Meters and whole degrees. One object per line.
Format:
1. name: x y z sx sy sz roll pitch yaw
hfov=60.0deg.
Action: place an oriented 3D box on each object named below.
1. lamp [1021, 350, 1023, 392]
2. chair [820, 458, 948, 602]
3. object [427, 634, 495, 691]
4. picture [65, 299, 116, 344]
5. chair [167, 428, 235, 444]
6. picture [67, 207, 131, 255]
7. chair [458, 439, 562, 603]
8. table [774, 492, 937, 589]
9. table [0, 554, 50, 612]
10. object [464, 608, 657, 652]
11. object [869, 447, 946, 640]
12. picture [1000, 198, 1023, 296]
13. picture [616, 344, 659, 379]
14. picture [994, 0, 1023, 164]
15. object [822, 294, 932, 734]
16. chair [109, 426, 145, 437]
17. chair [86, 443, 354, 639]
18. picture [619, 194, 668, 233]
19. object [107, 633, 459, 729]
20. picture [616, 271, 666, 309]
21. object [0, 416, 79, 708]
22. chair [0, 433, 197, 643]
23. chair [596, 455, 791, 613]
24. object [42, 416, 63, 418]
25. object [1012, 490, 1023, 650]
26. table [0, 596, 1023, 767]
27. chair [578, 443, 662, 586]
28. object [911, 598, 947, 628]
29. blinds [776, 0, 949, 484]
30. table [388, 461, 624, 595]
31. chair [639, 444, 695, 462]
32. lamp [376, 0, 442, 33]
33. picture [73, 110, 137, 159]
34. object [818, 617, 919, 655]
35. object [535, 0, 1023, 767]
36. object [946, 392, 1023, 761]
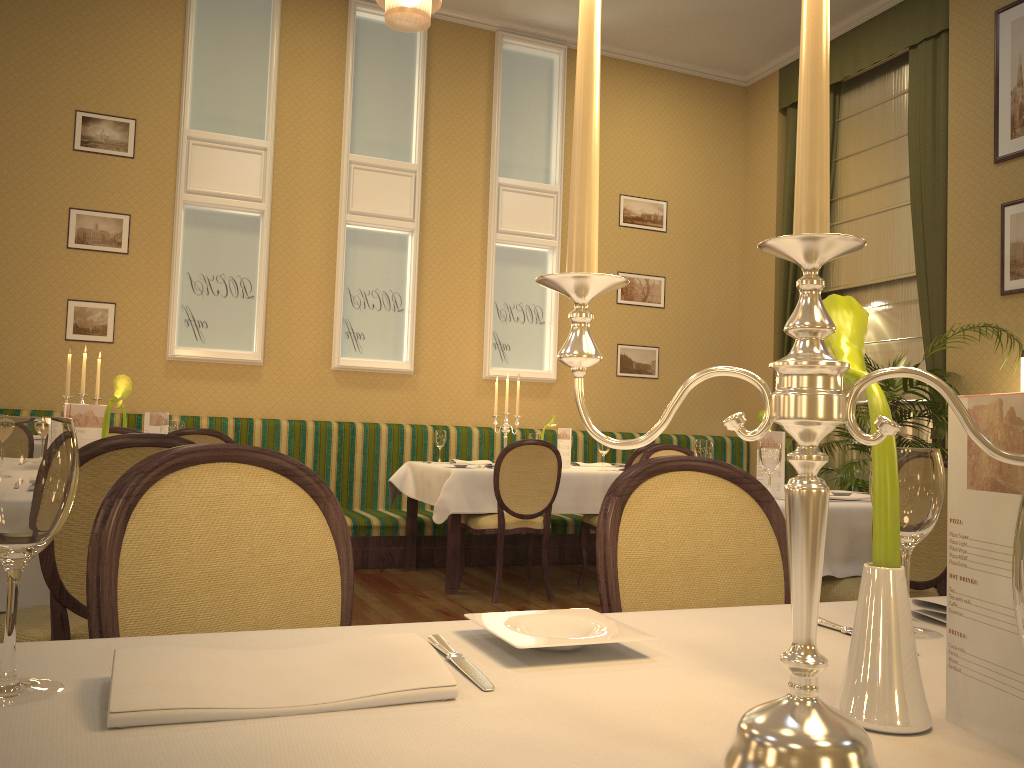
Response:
1. lamp: 3.240 -0.134 5.439 0.323 0.513 0.114 4 -4 -33
2. chair: 1.367 0.744 3.352 0.530 0.955 0.571 3 -3 -22
3. object: -0.051 0.271 0.871 0.017 0.010 0.185 3 -3 -21
4. picture: -2.996 -0.445 6.307 0.313 0.294 0.008 3 -3 -22
5. chair: -1.717 0.709 4.706 0.530 0.955 0.571 3 -3 -22
6. picture: -2.956 -1.094 6.350 0.401 0.294 0.008 3 -3 -22
7. chair: -0.005 0.809 5.414 0.530 0.955 0.571 3 -3 -22
8. table: 1.200 0.862 3.861 1.395 0.759 1.389 3 -3 -21
9. table: -1.290 0.716 2.833 1.395 0.759 1.389 3 -3 -21
10. object: 0.048 0.274 0.961 0.160 0.024 0.160 3 -3 -22
11. object: 0.493 0.194 1.109 0.088 0.229 0.088 1 -3 25
12. picture: 3.337 -0.902 5.718 0.022 0.619 0.412 3 -3 -22
13. picture: 1.139 -0.203 8.014 0.437 0.294 0.008 3 -3 -22
14. picture: 3.459 -2.032 5.571 0.027 1.057 0.966 3 -3 -22
15. object: 0.315 0.097 0.794 0.076 0.375 0.163 2 -3 -1
16. chair: -1.544 0.648 3.496 0.530 0.955 0.571 4 -4 -32
17. chair: -0.265 0.567 1.187 0.571 0.955 0.530 -1 -4 43
18. picture: 1.200 -1.555 8.093 0.504 0.294 0.008 3 -3 -22
19. object: -0.198 0.252 0.767 0.273 0.033 0.142 3 -3 -22
20. picture: 1.175 -0.852 8.055 0.504 0.294 0.008 3 -3 -22
21. object: -0.414 0.141 0.739 0.088 0.229 0.088 1 -3 25
22. chair: -1.094 0.600 2.334 0.530 0.955 0.571 5 -4 -42
23. chair: 0.432 0.607 1.464 0.530 0.955 0.571 3 -3 -22
24. object: -1.602 0.228 3.089 0.088 0.229 0.088 1 -3 20
25. object: 0.233 0.142 0.325 0.088 0.229 0.088 1 -3 20
26. table: 0.364 0.656 0.656 2.152 0.759 1.385 3 -3 -22
27. chair: 0.786 0.853 5.704 0.530 0.955 0.571 3 -3 -22
28. object: 0.683 0.305 1.171 0.273 0.033 0.142 3 -3 -22
29. blinds: 2.794 -0.790 7.191 0.225 4.537 1.934 3 -3 -23
30. table: 0.277 0.952 6.093 2.152 0.759 1.385 3 -3 -22
31. chair: 0.939 0.793 4.518 0.530 0.955 0.571 3 -3 -22
32. lamp: -0.407 -2.420 3.785 0.593 1.796 0.593 4 -3 -25
33. picture: -2.931 -1.797 6.389 0.401 0.294 0.008 3 -3 -22
34. object: 0.415 0.299 1.063 0.017 0.010 0.185 3 -3 -21
35. object: 0.202 -0.054 0.599 0.390 0.655 0.131 1 -3 12
36. object: 0.413 0.145 0.677 0.166 0.277 0.081 -1 -4 39
